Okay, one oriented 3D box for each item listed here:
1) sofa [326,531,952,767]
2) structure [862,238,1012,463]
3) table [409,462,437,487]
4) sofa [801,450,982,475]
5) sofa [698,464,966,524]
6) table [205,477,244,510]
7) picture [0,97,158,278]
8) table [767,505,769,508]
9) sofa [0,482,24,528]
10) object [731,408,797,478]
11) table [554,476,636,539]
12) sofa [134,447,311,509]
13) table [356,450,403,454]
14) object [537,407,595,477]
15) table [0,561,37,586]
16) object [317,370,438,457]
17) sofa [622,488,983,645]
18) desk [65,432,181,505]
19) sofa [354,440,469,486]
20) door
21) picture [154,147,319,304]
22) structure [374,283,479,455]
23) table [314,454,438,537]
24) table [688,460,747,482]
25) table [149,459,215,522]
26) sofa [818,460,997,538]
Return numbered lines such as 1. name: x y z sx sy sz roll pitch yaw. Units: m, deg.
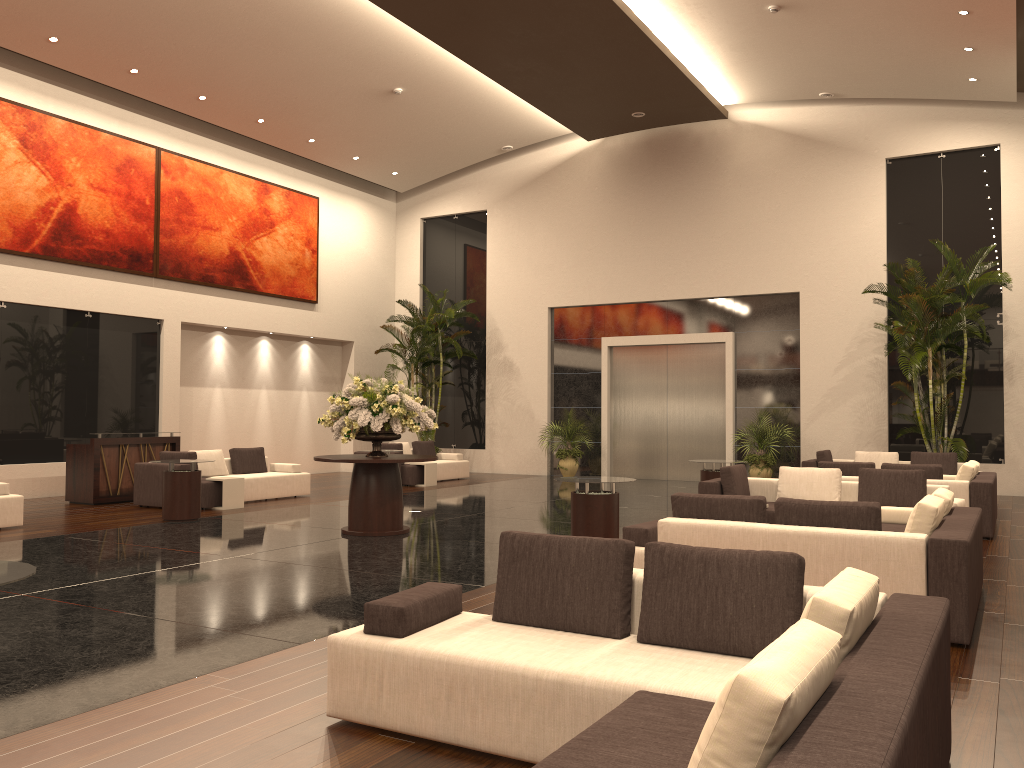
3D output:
1. sofa: -0.084 1.114 2.943 2.586 0.862 3.366 -1 -2 30
2. structure: 7.701 -0.259 15.983 2.436 4.611 2.531 0 -2 1
3. table: -1.804 1.835 18.024 0.400 0.460 0.400 -1 -2 30
4. sofa: 6.412 1.571 14.934 2.846 0.862 1.291 -1 -2 30
5. sofa: 3.600 1.382 10.011 2.846 0.862 1.291 -1 -2 30
6. table: -4.377 1.663 13.520 0.400 0.460 0.400 -1 -2 30
7. picture: -7.957 -3.378 15.073 0.070 2.526 4.515 -1 -2 30
8. table: 2.592 1.572 9.821 0.400 0.460 0.400 -1 -2 30
9. sofa: -7.124 1.323 10.043 1.291 0.862 2.846 -1 -2 30
10. object: 5.041 1.263 18.028 1.373 1.682 1.297 1 -2 -22
11. table: 0.840 1.363 8.982 0.833 0.795 0.844 1 -2 -9
12. sofa: -4.559 1.495 14.533 1.291 0.862 2.846 -1 -2 30
13. table: -2.353 1.583 15.779 0.833 0.795 0.844 1 -2 -9
14. object: 1.305 1.319 20.221 1.373 1.682 1.297 1 -2 -27
15. table: -2.329 1.150 3.435 0.844 0.795 0.833 1 -2 -21
16. object: -1.640 0.345 10.898 1.453 1.097 1.402 1 -2 -14
17. sofa: 2.553 1.292 7.595 2.586 0.862 3.366 -1 -2 30
18. desk: -6.379 1.362 14.662 0.760 1.114 1.634 -1 -2 30
19. sofa: -1.985 1.668 19.037 1.291 0.862 2.846 -1 -2 30
20. door: 3.494 0.635 19.940 2.767 3.048 0.040 -1 -2 30
21. picture: -5.715 -3.228 18.997 0.070 2.526 4.515 -1 -2 30
22. structure: -1.979 -0.114 21.673 2.436 4.611 2.531 0 -2 1
23. table: -1.668 1.352 10.878 1.498 0.921 1.498 0 -2 21
24. table: 2.959 1.507 12.747 0.833 0.795 0.844 1 -2 -9
25. table: -4.471 1.439 12.014 0.833 0.795 0.844 1 -2 -9
26. sofa: 5.366 1.480 12.518 2.586 0.862 3.366 -1 -2 30
